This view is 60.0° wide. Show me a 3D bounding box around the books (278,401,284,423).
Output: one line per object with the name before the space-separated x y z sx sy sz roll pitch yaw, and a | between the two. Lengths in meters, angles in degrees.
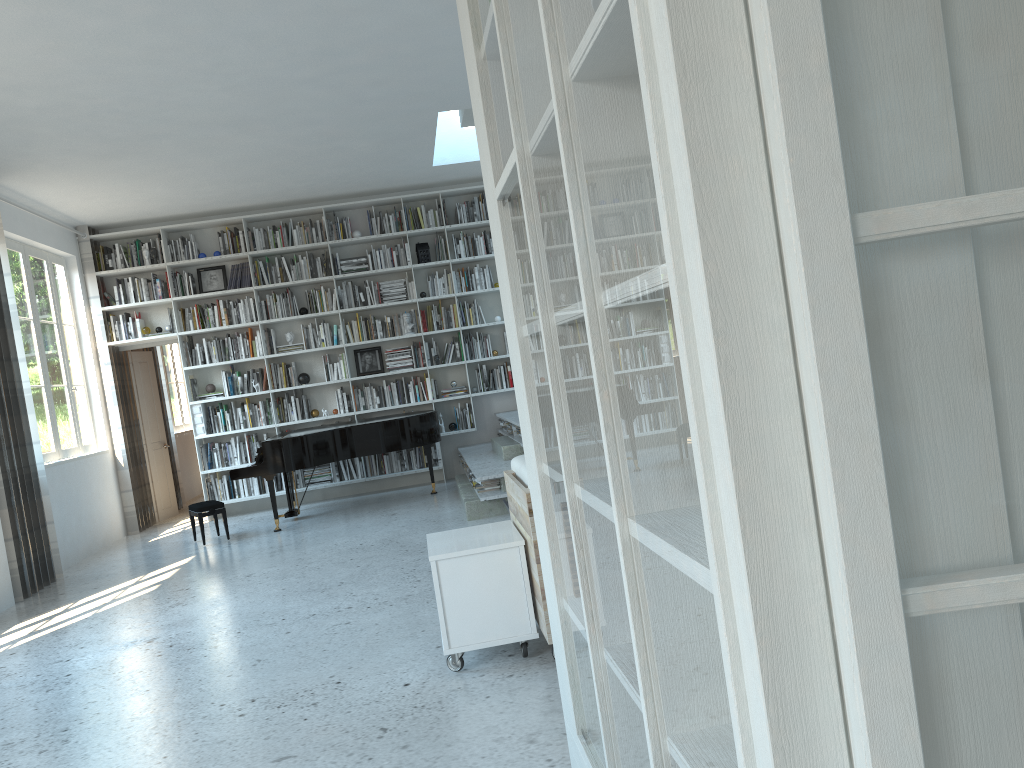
books | -2.486 0.299 9.594 0.030 0.239 0.157 -9 2 -6

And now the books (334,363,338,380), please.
books | -1.913 -0.134 9.652 0.057 0.188 0.156 -9 2 -6

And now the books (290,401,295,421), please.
books | -2.369 0.293 9.607 0.021 0.215 0.172 -9 2 -6

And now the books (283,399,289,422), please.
books | -2.440 0.287 9.599 0.042 0.248 0.162 -9 2 -6

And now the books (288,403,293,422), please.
books | -2.390 0.306 9.609 0.024 0.196 0.156 -9 2 -6

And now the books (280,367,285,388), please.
books | -2.472 -0.068 9.594 0.025 0.228 0.153 -9 2 -6

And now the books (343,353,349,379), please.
books | -1.808 -0.197 9.656 0.021 0.282 0.162 -9 2 -6

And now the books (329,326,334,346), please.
books | -1.958 -0.515 9.656 0.026 0.219 0.150 -9 2 -6

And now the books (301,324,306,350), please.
books | -2.251 -0.502 9.603 0.012 0.285 0.159 -9 2 -6

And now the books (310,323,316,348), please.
books | -2.155 -0.518 9.610 0.012 0.286 0.167 -9 2 -6

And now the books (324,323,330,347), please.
books | -2.004 -0.528 9.630 0.023 0.260 0.170 -9 2 -6

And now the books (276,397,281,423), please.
books | -2.511 0.280 9.594 0.013 0.283 0.146 -9 2 -6

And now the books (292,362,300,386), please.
books | -2.345 -0.107 9.615 0.028 0.266 0.144 -9 2 -6

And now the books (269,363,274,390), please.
books | -2.593 -0.079 9.589 0.012 0.285 0.159 -9 2 -6

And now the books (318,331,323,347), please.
books | -2.075 -0.482 9.642 0.025 0.189 0.140 -9 2 -6

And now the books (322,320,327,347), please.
books | -2.024 -0.545 9.626 0.011 0.301 0.178 -9 2 -6

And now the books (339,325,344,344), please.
books | -1.846 -0.531 9.666 0.026 0.217 0.126 -9 2 -6

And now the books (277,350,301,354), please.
books | -2.386 -0.344 9.602 0.285 0.012 0.159 -9 1 -8

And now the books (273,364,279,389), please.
books | -2.537 -0.082 9.590 0.026 0.275 0.154 -9 2 -6

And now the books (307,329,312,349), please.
books | -2.193 -0.483 9.633 0.024 0.227 0.137 -9 2 -6

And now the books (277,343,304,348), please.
books | -2.396 -0.416 9.594 0.285 0.012 0.159 -9 1 -10

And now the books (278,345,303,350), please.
books | -2.393 -0.393 9.598 0.254 0.012 0.161 -9 1 -9

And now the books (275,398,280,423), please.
books | -2.525 0.286 9.602 0.013 0.276 0.147 -9 2 -6

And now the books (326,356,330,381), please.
books | -1.996 -0.174 9.653 0.011 0.292 0.155 -9 2 -6

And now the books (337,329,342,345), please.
books | -1.869 -0.509 9.661 0.027 0.181 0.142 -9 2 -6

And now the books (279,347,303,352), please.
books | -2.389 -0.368 9.597 0.254 0.012 0.161 -9 1 -10

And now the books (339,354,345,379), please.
books | -1.842 -0.186 9.659 0.027 0.269 0.178 -9 2 -6

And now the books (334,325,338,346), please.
books | -1.913 -0.525 9.637 0.060 0.227 0.179 -9 2 -6

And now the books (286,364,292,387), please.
books | -2.410 -0.088 9.617 0.028 0.248 0.142 -9 2 -6

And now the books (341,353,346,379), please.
books | -1.823 -0.193 9.652 0.011 0.279 0.187 -9 2 -6

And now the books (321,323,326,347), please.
books | -2.032 -0.526 9.617 0.012 0.265 0.192 -9 2 -6

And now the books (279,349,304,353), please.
books | -2.388 -0.356 9.606 0.254 0.012 0.161 -9 1 -6

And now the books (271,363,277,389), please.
books | -2.562 -0.083 9.583 0.025 0.284 0.145 -9 2 -6

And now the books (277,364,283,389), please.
books | -2.505 -0.081 9.587 0.036 0.263 0.166 -9 2 -6

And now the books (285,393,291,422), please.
books | -2.417 0.251 9.600 0.014 0.313 0.166 -9 2 -6

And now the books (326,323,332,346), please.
books | -1.984 -0.530 9.653 0.022 0.256 0.152 -9 2 -6

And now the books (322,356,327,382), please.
books | -2.031 -0.165 9.642 0.012 0.285 0.159 -9 2 -6

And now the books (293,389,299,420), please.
books | -2.337 0.225 9.631 0.013 0.339 0.138 -9 2 -6

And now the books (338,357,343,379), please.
books | -1.859 -0.171 9.651 0.012 0.244 0.171 -9 2 -6

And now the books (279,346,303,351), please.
books | -2.390 -0.380 9.594 0.254 0.012 0.161 -9 1 -11

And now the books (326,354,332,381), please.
books | -1.985 -0.179 9.651 0.012 0.298 0.166 -9 2 -6

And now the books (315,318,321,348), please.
books | -2.101 -0.548 9.623 0.010 0.330 0.173 -9 2 -6

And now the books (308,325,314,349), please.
books | -2.172 -0.506 9.620 0.022 0.267 0.151 -9 2 -6

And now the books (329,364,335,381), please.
books | -1.956 -0.125 9.662 0.030 0.183 0.154 -9 2 -6

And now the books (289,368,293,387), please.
books | -2.386 -0.071 9.600 0.011 0.208 0.180 -9 2 -6

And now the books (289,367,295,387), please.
books | -2.367 -0.078 9.598 0.028 0.216 0.175 -9 2 -6

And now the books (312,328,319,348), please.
books | -2.122 -0.492 9.631 0.048 0.225 0.149 -9 2 -6

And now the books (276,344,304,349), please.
books | -2.395 -0.405 9.600 0.285 0.012 0.159 -9 1 -4

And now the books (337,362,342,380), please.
books | -1.873 -0.140 9.661 0.024 0.188 0.172 -9 2 -6

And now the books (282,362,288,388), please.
books | -2.448 -0.095 9.575 0.026 0.274 0.190 -9 2 -6

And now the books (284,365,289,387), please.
books | -2.428 -0.083 9.599 0.014 0.244 0.153 -9 2 -6

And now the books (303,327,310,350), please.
books | -2.218 -0.488 9.601 0.030 0.247 0.174 -9 2 -6

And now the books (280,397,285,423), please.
books | -2.467 0.279 9.588 0.012 0.272 0.181 -9 2 -6

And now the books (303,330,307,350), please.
books | -2.238 -0.478 9.618 0.010 0.232 0.154 -9 2 -6

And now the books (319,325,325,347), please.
books | -2.051 -0.514 9.625 0.028 0.247 0.170 -9 2 -6

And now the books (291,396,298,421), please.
books | -2.349 0.263 9.605 0.027 0.269 0.185 -9 2 -6

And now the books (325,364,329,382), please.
books | -2.005 -0.119 9.642 0.025 0.186 0.154 -9 2 -6

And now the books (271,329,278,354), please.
books | -2.563 -0.451 9.580 0.021 0.278 0.136 -9 2 -6
